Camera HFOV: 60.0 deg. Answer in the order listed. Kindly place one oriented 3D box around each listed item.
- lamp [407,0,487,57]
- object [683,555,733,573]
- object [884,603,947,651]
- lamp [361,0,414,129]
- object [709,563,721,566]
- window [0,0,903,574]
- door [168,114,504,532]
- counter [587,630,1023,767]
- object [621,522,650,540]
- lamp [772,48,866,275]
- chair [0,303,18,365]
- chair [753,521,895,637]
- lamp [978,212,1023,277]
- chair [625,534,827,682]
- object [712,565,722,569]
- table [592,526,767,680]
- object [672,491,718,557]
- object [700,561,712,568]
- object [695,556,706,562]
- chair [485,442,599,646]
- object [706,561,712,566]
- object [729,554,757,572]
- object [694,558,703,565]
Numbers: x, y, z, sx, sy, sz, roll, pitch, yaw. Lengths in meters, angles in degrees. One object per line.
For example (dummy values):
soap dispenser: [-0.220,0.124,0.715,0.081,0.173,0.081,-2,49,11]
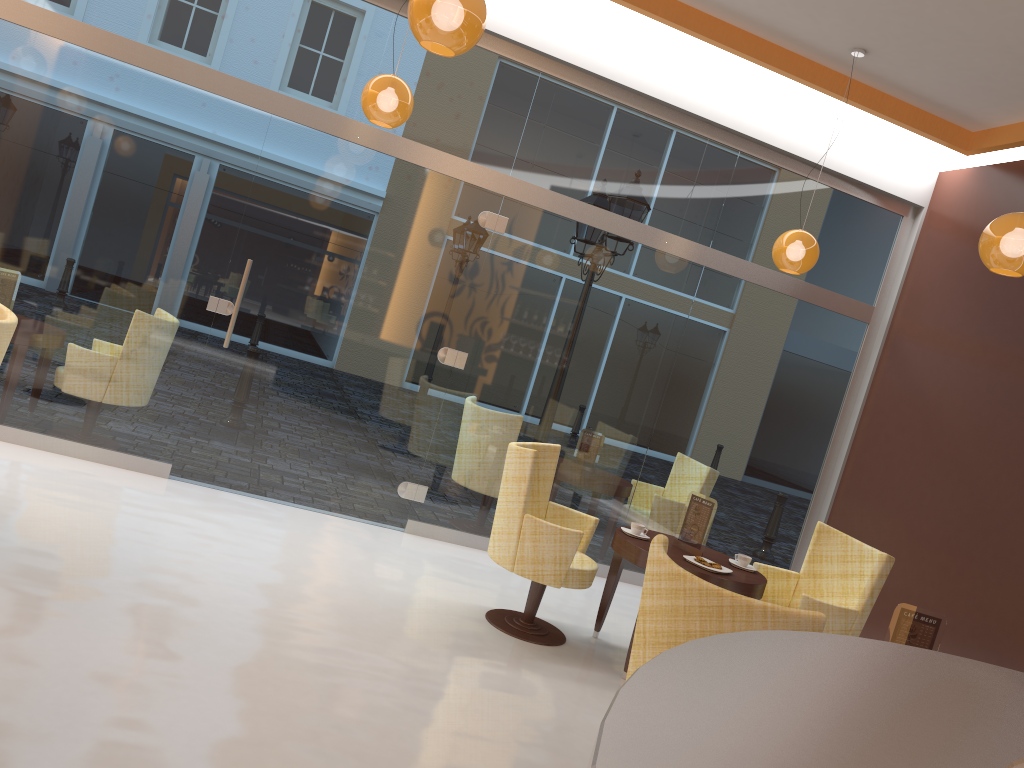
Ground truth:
lamp: [-0.064,-1.976,3.302,0.299,1.500,0.299,17,3,-6]
object: [1.046,0.970,4.748,0.234,0.020,0.234,14,4,-45]
object: [1.504,1.008,3.355,0.209,0.335,0.042,17,3,-3]
lamp: [-0.532,-2.199,5.026,0.299,1.500,0.299,14,3,-42]
object: [1.091,0.971,4.777,0.051,0.018,0.054,16,3,-18]
window: [-1.027,-0.828,6.058,8.200,3.380,0.040,16,3,-17]
door: [-1.171,-0.350,6.081,1.640,2.499,0.020,16,3,-17]
counter: [0.758,1.196,1.154,1.586,1.100,2.917,18,3,28]
object: [0.704,0.827,5.023,0.153,0.069,0.153,16,3,-16]
lamp: [2.048,-1.458,5.821,0.299,1.500,0.299,19,3,41]
chair: [-2.634,0.091,3.811,0.685,1.017,0.729,16,3,-13]
chair: [1.705,1.337,5.149,0.685,1.017,0.729,16,3,-13]
lamp: [2.516,-1.235,4.098,0.299,1.500,0.299,15,3,-38]
chair: [0.690,1.130,3.044,0.685,1.017,0.729,15,3,-38]
object: [1.093,0.976,4.731,0.052,0.018,0.055,17,3,8]
table: [0.905,1.280,5.004,0.872,0.679,0.874,18,3,30]
object: [1.040,0.789,5.023,0.042,0.335,0.209,15,3,-41]
object: [1.032,0.959,4.710,0.053,0.014,0.055,15,3,-33]
object: [1.016,0.943,4.775,0.052,0.016,0.055,16,3,-17]
chair: [0.176,0.882,5.022,0.685,1.017,0.729,17,3,15]
object: [1.043,0.964,4.775,0.051,0.018,0.054,15,3,-29]
object: [1.315,1.011,5.036,0.153,0.069,0.153,17,3,6]
object: [1.001,0.949,4.743,0.054,0.018,0.051,18,3,31]
